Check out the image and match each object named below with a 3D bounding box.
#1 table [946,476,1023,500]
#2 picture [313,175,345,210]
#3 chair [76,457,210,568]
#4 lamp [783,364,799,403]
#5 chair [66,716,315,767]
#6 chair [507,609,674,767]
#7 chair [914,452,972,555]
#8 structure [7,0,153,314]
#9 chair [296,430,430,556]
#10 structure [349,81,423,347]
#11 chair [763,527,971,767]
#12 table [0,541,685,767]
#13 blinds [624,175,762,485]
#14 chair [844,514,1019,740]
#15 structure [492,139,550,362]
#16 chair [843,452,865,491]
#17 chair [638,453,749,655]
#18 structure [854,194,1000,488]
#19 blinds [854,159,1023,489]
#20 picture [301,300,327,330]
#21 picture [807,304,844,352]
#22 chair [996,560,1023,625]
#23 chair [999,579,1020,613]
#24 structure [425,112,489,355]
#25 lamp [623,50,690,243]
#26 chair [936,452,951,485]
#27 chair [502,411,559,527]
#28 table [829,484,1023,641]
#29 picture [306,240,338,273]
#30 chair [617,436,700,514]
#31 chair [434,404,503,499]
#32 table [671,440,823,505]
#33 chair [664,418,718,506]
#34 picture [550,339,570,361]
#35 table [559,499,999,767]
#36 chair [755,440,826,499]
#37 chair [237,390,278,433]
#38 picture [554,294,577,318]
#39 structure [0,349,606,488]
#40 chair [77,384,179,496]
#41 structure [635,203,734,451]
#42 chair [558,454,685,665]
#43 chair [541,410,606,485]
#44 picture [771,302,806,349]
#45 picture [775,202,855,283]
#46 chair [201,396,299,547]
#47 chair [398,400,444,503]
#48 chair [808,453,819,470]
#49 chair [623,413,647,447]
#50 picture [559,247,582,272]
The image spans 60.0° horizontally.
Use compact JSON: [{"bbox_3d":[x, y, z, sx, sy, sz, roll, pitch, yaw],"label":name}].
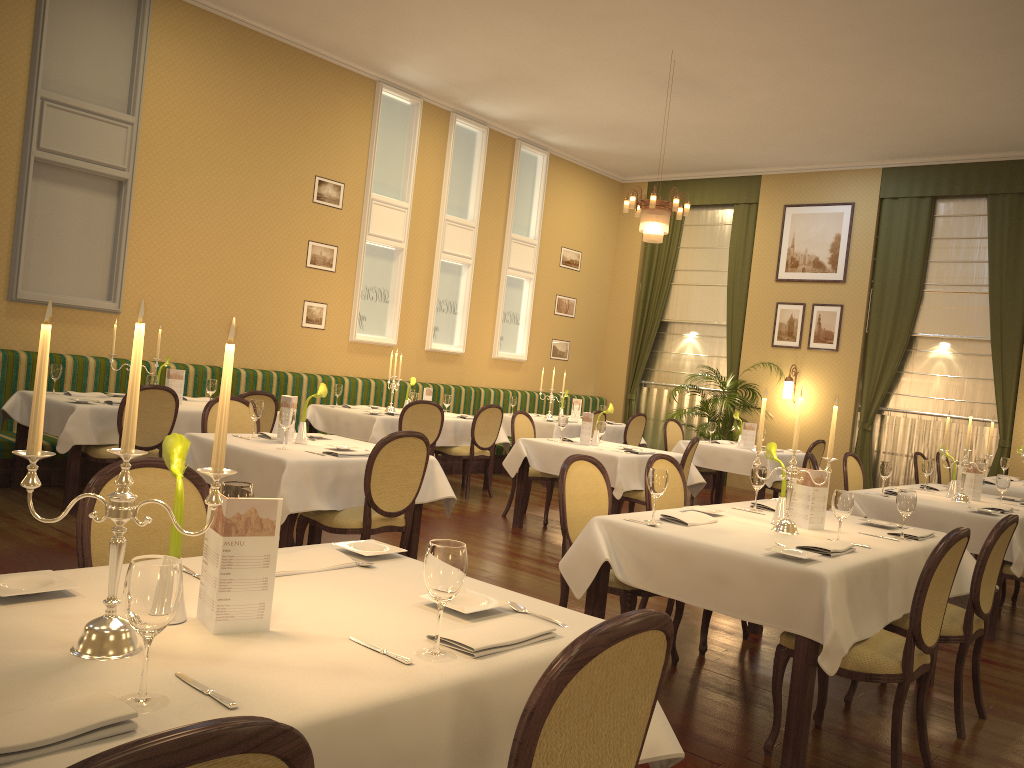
[{"bbox_3d":[4.945,1.355,8.416,1.385,0.759,2.152,7,2,40],"label":"table"},{"bbox_3d":[-2.014,-2.103,9.756,0.008,0.294,0.401,7,2,40],"label":"picture"},{"bbox_3d":[-0.953,0.724,2.544,0.571,0.955,0.530,7,2,40],"label":"chair"},{"bbox_3d":[3.726,-0.010,11.860,0.114,0.513,0.323,7,1,30],"label":"lamp"},{"bbox_3d":[-0.591,0.794,1.059,0.571,0.955,0.530,7,2,40],"label":"chair"},{"bbox_3d":[-0.048,0.841,1.701,0.571,0.955,0.530,7,2,40],"label":"chair"},{"bbox_3d":[4.152,1.168,8.570,0.571,0.955,0.530,7,2,40],"label":"chair"},{"bbox_3d":[-3.745,-2.209,7.747,0.200,3.103,0.956,7,2,40],"label":"structure"},{"bbox_3d":[-0.803,0.694,4.861,0.571,0.955,0.530,7,2,40],"label":"chair"},{"bbox_3d":[-1.498,-1.955,10.409,0.200,2.985,0.687,7,2,40],"label":"structure"},{"bbox_3d":[1.357,0.964,3.359,0.571,0.955,0.530,7,2,40],"label":"chair"},{"bbox_3d":[-0.659,0.868,1.801,1.385,0.759,2.152,7,2,40],"label":"table"},{"bbox_3d":[2.615,-0.898,13.155,1.934,4.537,0.225,7,1,40],"label":"blinds"},{"bbox_3d":[1.901,1.011,4.001,0.571,0.955,0.530,7,2,40],"label":"chair"},{"bbox_3d":[0.094,-1.816,12.287,0.200,2.985,0.670,7,2,40],"label":"structure"},{"bbox_3d":[2.925,1.061,7.122,0.571,0.955,0.530,7,2,40],"label":"chair"},{"bbox_3d":[0.995,0.894,4.844,0.571,0.955,0.530,7,2,40],"label":"chair"},{"bbox_3d":[5.330,-0.541,10.971,1.900,4.511,0.134,7,2,40],"label":"structure"},{"bbox_3d":[5.260,-0.560,10.876,1.878,4.537,0.129,7,2,40],"label":"blinds"},{"bbox_3d":[-2.174,-0.757,9.770,0.008,0.294,0.313,7,2,40],"label":"picture"},{"bbox_3d":[4.151,-0.751,11.757,0.412,0.619,0.022,7,2,40],"label":"picture"},{"bbox_3d":[3.309,1.135,5.595,0.571,0.955,0.530,7,1,20],"label":"chair"},{"bbox_3d":[3.831,1.179,6.279,0.571,0.955,0.530,7,2,40],"label":"chair"},{"bbox_3d":[-0.725,-1.888,11.320,0.200,2.985,0.661,7,2,40],"label":"structure"},{"bbox_3d":[1.455,-2.267,8.541,0.593,1.796,0.593,7,1,38],"label":"lamp"},{"bbox_3d":[4.650,1.211,9.159,0.571,0.955,0.530,7,2,40],"label":"chair"},{"bbox_3d":[0.257,0.748,8.029,0.571,0.955,0.530,7,1,30],"label":"chair"},{"bbox_3d":[3.219,1.205,6.379,1.385,0.759,2.152,7,2,40],"label":"table"},{"bbox_3d":[-2.091,-1.403,9.770,0.008,0.294,0.401,7,2,40],"label":"picture"},{"bbox_3d":[1.180,0.867,7.200,0.571,0.955,0.530,7,1,20],"label":"chair"},{"bbox_3d":[-0.442,0.651,9.029,0.571,0.955,0.530,7,2,40],"label":"chair"},{"bbox_3d":[2.513,1.062,9.619,1.389,0.759,1.395,7,2,42],"label":"table"},{"bbox_3d":[1.995,0.899,10.076,0.571,0.955,0.530,7,2,40],"label":"chair"},{"bbox_3d":[0.716,-0.505,13.182,0.008,0.294,0.437,7,2,40],"label":"picture"},{"bbox_3d":[1.289,1.037,4.101,1.385,0.759,2.152,7,2,40],"label":"table"},{"bbox_3d":[2.901,1.016,9.233,0.571,0.955,0.530,7,2,40],"label":"chair"},{"bbox_3d":[-2.192,0.498,6.963,0.571,0.955,0.530,7,2,40],"label":"chair"},{"bbox_3d":[0.797,-1.152,13.180,0.008,0.294,0.504,7,2,40],"label":"picture"},{"bbox_3d":[-3.080,0.339,8.262,0.850,1.031,14.516,7,2,40],"label":"structure"},{"bbox_3d":[-2.732,0.451,6.327,0.571,0.955,0.530,7,2,40],"label":"chair"},{"bbox_3d":[2.686,-0.879,13.243,1.942,4.511,0.123,7,2,40],"label":"structure"},{"bbox_3d":[0.496,0.850,4.255,0.571,0.955,0.530,7,2,40],"label":"chair"},{"bbox_3d":[0.755,0.755,10.444,0.571,0.955,0.530,7,2,40],"label":"chair"},{"bbox_3d":[3.766,-0.800,12.086,0.412,0.619,0.022,7,2,40],"label":"picture"},{"bbox_3d":[4.057,-1.896,11.916,0.966,1.057,0.027,7,2,40],"label":"picture"},{"bbox_3d":[-1.709,0.577,5.704,0.571,0.955,0.530,7,2,40],"label":"chair"},{"bbox_3d":[-0.964,0.605,8.405,0.530,0.955,0.571,6,1,-25],"label":"chair"},{"bbox_3d":[2.432,1.018,6.556,0.571,0.955,0.530,7,1,15],"label":"chair"},{"bbox_3d":[1.323,0.805,11.064,0.571,0.955,0.530,7,2,40],"label":"chair"},{"bbox_3d":[0.874,-1.852,13.165,0.008,0.294,0.504,7,2,40],"label":"picture"}]
